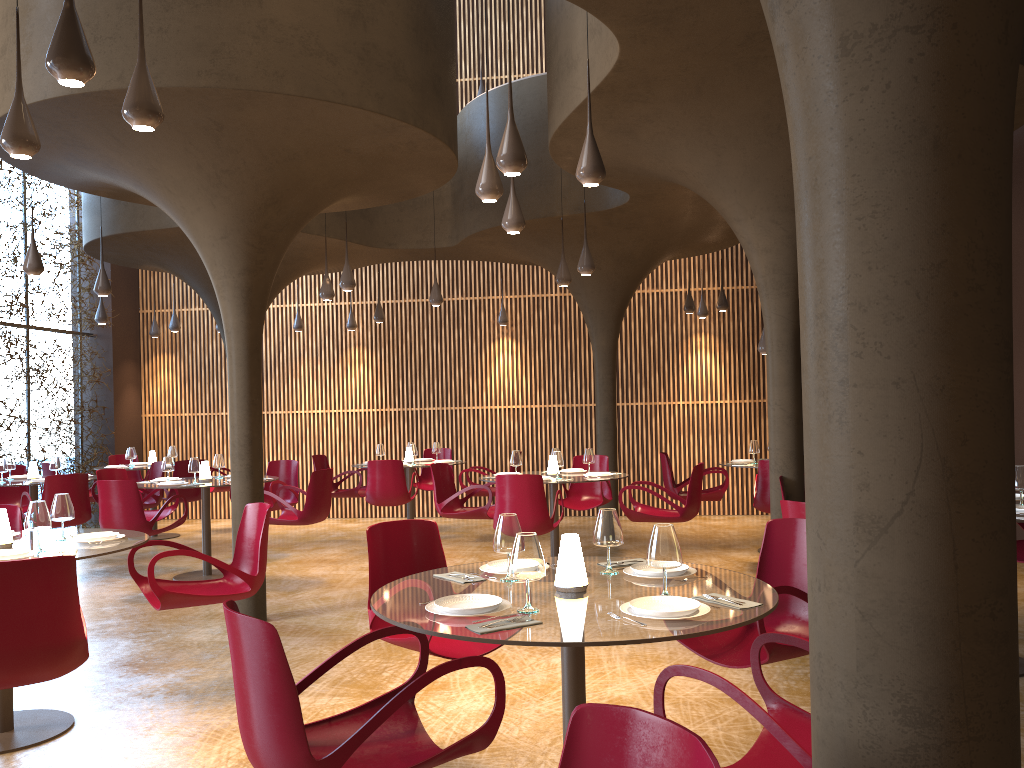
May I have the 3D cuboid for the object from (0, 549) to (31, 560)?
[{"bbox_3d":[-2.828,0.953,4.939,0.263,0.029,0.263,-1,-2,-27],"label":"object"}]

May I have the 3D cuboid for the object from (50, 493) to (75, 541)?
[{"bbox_3d":[-2.853,0.845,5.625,0.142,0.295,0.142,-1,0,21],"label":"object"}]

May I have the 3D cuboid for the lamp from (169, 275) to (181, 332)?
[{"bbox_3d":[-5.774,-4.020,14.993,0.196,6.276,0.196,-1,0,33],"label":"lamp"}]

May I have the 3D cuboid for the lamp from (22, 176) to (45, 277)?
[{"bbox_3d":[-4.819,-4.211,8.795,0.196,6.276,0.196,-1,0,-38],"label":"lamp"}]

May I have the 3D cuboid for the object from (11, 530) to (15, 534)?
[{"bbox_3d":[-3.410,0.990,5.809,0.263,0.029,0.263,-1,-2,-21],"label":"object"}]

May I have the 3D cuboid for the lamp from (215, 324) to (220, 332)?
[{"bbox_3d":[-5.082,-4.029,15.276,0.196,6.276,0.196,-1,0,-7],"label":"lamp"}]

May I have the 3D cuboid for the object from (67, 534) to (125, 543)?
[{"bbox_3d":[-2.619,0.975,5.590,0.332,0.014,0.332,-2,-2,31],"label":"object"}]

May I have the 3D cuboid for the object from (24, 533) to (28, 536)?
[{"bbox_3d":[-3.406,1.001,5.811,0.410,0.012,0.204,0,-2,-32],"label":"object"}]

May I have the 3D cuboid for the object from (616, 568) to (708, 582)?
[{"bbox_3d":[0.675,0.856,4.029,0.204,0.012,0.411,0,-2,-31],"label":"object"}]

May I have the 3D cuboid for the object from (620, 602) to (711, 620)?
[{"bbox_3d":[0.567,0.837,3.288,0.332,0.014,0.332,-2,-2,32],"label":"object"}]

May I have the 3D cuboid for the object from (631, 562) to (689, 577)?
[{"bbox_3d":[0.672,0.845,4.033,0.263,0.029,0.263,-1,-2,5],"label":"object"}]

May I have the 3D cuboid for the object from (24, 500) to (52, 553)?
[{"bbox_3d":[-2.758,0.830,5.160,0.142,0.295,0.142,-1,0,-37],"label":"object"}]

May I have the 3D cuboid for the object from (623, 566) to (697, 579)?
[{"bbox_3d":[0.672,0.855,4.033,0.332,0.014,0.332,-2,-2,12],"label":"object"}]

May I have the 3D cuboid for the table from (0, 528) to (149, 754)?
[{"bbox_3d":[-3.090,1.555,5.375,1.672,1.130,1.673,-1,-1,-29],"label":"table"}]

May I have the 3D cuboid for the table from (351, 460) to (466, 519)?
[{"bbox_3d":[-1.492,1.725,12.990,1.672,1.130,1.672,-2,-1,17],"label":"table"}]

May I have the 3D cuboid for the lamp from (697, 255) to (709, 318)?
[{"bbox_3d":[3.100,-4.236,14.745,0.196,6.276,0.196,-1,0,32],"label":"lamp"}]

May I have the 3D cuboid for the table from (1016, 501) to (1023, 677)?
[{"bbox_3d":[3.273,1.431,6.343,1.672,1.130,1.673,-1,-1,-25],"label":"table"}]

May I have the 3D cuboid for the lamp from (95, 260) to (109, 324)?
[{"bbox_3d":[-6.302,-4.049,13.465,0.196,6.276,0.196,-1,0,33],"label":"lamp"}]

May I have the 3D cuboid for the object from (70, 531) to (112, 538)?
[{"bbox_3d":[-2.771,0.993,5.851,0.262,0.017,0.126,0,-2,-34],"label":"object"}]

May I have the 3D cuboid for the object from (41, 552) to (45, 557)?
[{"bbox_3d":[-2.831,0.964,4.936,0.410,0.012,0.204,-1,-2,-28],"label":"object"}]

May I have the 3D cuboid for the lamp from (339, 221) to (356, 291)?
[{"bbox_3d":[-2.002,-4.234,10.410,0.196,6.276,0.196,-1,0,43],"label":"lamp"}]

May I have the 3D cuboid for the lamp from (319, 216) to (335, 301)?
[{"bbox_3d":[-2.424,-4.200,11.276,0.196,6.276,0.196,-1,0,43],"label":"lamp"}]

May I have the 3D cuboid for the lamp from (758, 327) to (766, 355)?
[{"bbox_3d":[2.887,-3.479,10.317,0.196,6.276,0.196,-1,0,-38],"label":"lamp"}]

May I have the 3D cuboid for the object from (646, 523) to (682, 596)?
[{"bbox_3d":[0.604,0.706,3.518,0.142,0.295,0.142,-2,0,34],"label":"object"}]

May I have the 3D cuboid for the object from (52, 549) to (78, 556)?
[{"bbox_3d":[-2.544,0.966,5.046,0.126,0.017,0.262,-1,-2,-24],"label":"object"}]

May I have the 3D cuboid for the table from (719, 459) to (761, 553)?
[{"bbox_3d":[3.492,1.559,11.215,1.672,1.130,1.672,-2,-1,27],"label":"table"}]

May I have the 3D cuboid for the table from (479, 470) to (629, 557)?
[{"bbox_3d":[0.477,1.595,9.940,1.672,1.130,1.672,-2,-1,27],"label":"table"}]

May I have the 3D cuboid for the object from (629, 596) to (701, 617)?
[{"bbox_3d":[0.567,0.828,3.288,0.263,0.029,0.263,-2,-2,29],"label":"object"}]

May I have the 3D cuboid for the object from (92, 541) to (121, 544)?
[{"bbox_3d":[-2.616,0.976,5.586,0.204,0.012,0.411,0,-2,-38],"label":"object"}]

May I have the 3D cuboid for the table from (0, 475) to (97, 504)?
[{"bbox_3d":[-6.091,1.788,11.307,1.672,1.130,1.673,0,-1,-41],"label":"table"}]

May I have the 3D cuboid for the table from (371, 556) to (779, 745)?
[{"bbox_3d":[0.264,1.432,3.735,1.672,1.130,1.673,-1,-1,-32],"label":"table"}]

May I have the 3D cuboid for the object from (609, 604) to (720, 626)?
[{"bbox_3d":[0.563,0.838,3.285,0.410,0.012,0.204,0,-2,-37],"label":"object"}]

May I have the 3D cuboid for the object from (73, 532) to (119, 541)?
[{"bbox_3d":[-2.619,0.965,5.590,0.263,0.029,0.263,0,-2,-37],"label":"object"}]

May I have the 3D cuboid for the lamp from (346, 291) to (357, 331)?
[{"bbox_3d":[-2.877,-4.075,15.498,0.196,6.276,0.196,-1,0,32],"label":"lamp"}]

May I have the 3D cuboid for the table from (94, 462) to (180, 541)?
[{"bbox_3d":[-5.630,1.848,13.924,1.672,1.130,1.673,0,-1,-41],"label":"table"}]

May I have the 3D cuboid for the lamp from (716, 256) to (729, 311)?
[{"bbox_3d":[3.186,-4.266,13.722,0.196,6.276,0.196,-1,0,23],"label":"lamp"}]

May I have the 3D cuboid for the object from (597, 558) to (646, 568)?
[{"bbox_3d":[0.552,0.873,4.310,0.262,0.017,0.126,-1,-2,-27],"label":"object"}]

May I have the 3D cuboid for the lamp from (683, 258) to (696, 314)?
[{"bbox_3d":[2.726,-4.249,13.963,0.196,6.276,0.196,-1,0,23],"label":"lamp"}]

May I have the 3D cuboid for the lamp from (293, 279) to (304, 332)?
[{"bbox_3d":[-3.791,-4.055,15.441,0.196,6.276,0.196,-1,0,23],"label":"lamp"}]

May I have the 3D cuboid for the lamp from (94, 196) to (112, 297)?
[{"bbox_3d":[-4.863,-4.167,10.379,0.196,6.276,0.196,-1,0,-38],"label":"lamp"}]

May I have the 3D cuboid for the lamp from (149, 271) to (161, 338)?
[{"bbox_3d":[-6.504,-3.976,15.970,0.196,6.276,0.196,-1,0,33],"label":"lamp"}]

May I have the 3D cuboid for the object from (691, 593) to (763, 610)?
[{"bbox_3d":[0.832,0.842,3.435,0.126,0.017,0.262,0,-2,-32],"label":"object"}]

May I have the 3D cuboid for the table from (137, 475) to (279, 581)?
[{"bbox_3d":[-3.601,1.705,10.446,1.672,1.130,1.672,-2,-1,27],"label":"table"}]

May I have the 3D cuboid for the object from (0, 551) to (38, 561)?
[{"bbox_3d":[-2.827,0.962,4.939,0.332,0.014,0.332,-2,-2,27],"label":"object"}]

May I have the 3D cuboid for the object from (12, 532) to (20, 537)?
[{"bbox_3d":[-3.410,1.000,5.809,0.332,0.014,0.332,-2,-2,24],"label":"object"}]
